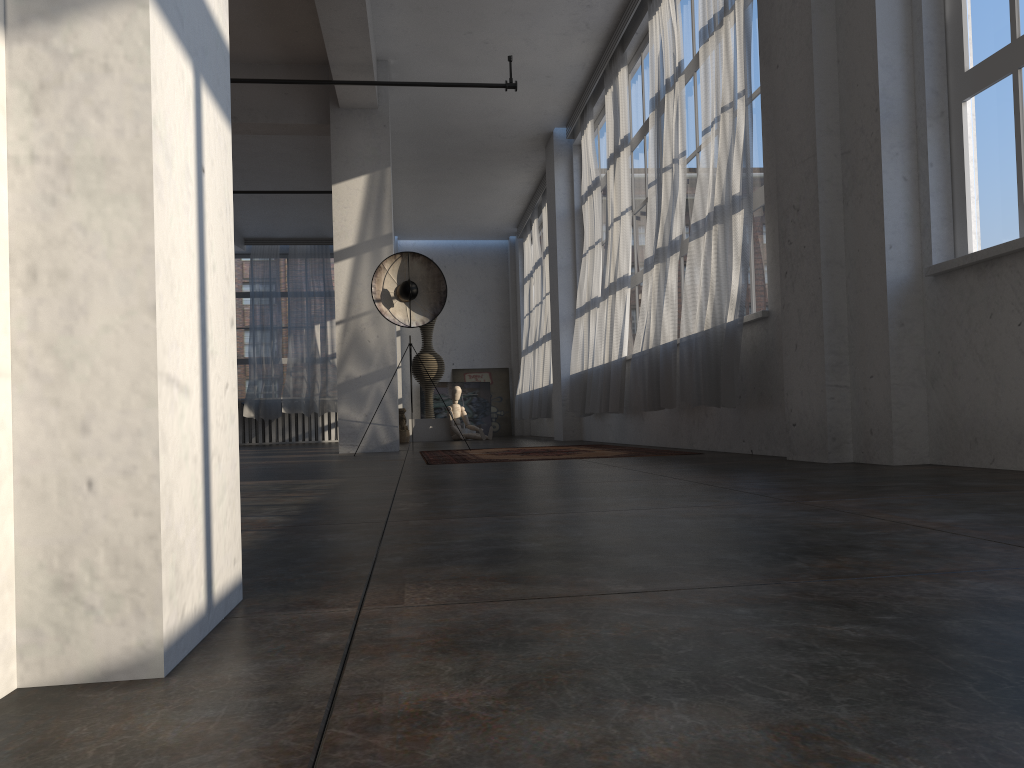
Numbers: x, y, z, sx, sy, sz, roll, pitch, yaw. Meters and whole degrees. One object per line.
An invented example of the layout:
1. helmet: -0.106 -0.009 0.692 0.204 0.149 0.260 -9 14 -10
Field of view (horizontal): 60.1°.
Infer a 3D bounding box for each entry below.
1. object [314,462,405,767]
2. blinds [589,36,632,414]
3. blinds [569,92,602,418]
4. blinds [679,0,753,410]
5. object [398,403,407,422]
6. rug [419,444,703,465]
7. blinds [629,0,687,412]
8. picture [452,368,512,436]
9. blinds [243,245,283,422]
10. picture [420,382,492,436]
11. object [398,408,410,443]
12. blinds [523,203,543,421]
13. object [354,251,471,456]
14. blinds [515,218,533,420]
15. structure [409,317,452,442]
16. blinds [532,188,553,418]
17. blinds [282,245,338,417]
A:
1. object: -12.124 1.063 6.122 27.365 0.001 19.641 -2 -3 -8
2. blinds: 0.991 -1.539 8.796 0.363 3.673 1.026 -2 -1 -7
3. blinds: 0.856 -1.469 10.284 0.317 3.711 1.019 -2 -1 -8
4. blinds: 1.324 -1.703 5.764 0.344 3.749 1.022 -2 -1 -9
5. object: -1.968 0.622 14.647 0.452 0.693 0.434 0 -2 -43
6. rug: 0.189 0.555 7.192 1.826 0.009 3.112 -2 -3 -8
7. blinds: 1.169 -1.631 7.115 0.341 3.695 1.028 -2 -1 -10
8. picture: -0.603 0.371 17.825 1.154 1.386 0.252 -2 -1 -9
9. blinds: -4.727 -1.042 16.857 0.696 3.557 0.872 -2 -1 -8
10. picture: -1.118 0.507 17.642 1.442 1.141 0.302 -1 -1 -10
11. object: -1.716 0.679 13.811 0.236 0.600 0.223 -2 -1 20
12. blinds: 0.363 -1.249 14.835 0.317 3.711 1.019 -2 -1 -8
13. object: -0.975 -0.295 8.516 1.062 1.918 1.174 -2 -2 -7
14. blinds: 0.220 -1.200 16.010 0.341 3.695 1.028 -2 -1 -10
15. structure: -1.392 -0.198 14.751 0.681 2.325 0.746 -2 -1 -7
16. blinds: 0.501 -1.311 13.510 0.363 3.673 1.026 -2 -1 -7
17. blinds: -3.816 -1.109 16.857 1.063 3.499 0.994 -2 -1 -7
